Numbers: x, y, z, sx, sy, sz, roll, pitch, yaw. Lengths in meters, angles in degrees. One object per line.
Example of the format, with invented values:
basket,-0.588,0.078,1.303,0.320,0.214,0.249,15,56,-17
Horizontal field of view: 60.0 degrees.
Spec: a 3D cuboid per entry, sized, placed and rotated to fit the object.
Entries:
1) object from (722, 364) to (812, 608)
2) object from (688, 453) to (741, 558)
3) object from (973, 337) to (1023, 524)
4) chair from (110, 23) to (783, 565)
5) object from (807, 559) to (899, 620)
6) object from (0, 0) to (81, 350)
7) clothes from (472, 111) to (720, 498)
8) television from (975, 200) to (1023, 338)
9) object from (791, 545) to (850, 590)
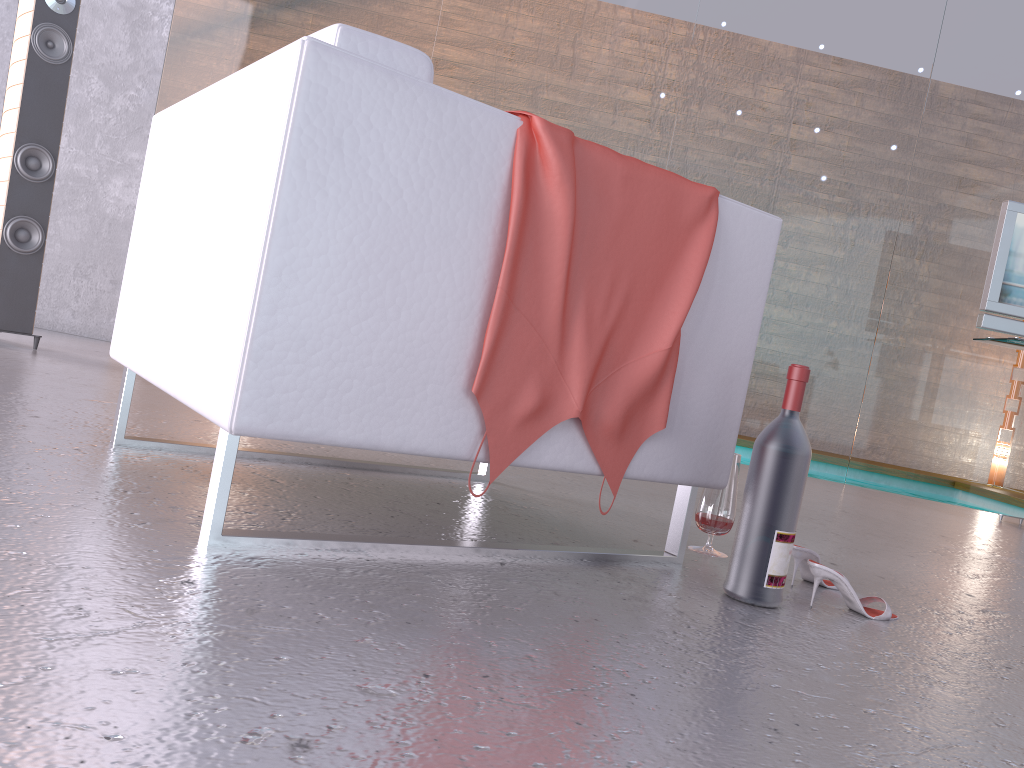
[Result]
object,0.478,0.179,1.607,0.109,0.435,0.109,12,2,22
object,0.466,0.268,2.009,0.091,0.233,0.091,12,2,23
object,2.727,0.265,4.478,0.818,0.958,0.360,11,2,-4
chair,-0.178,-0.146,1.860,1.026,0.808,0.936,10,2,-34
object,0.649,0.389,1.673,0.235,0.087,0.079,10,2,-27
object,-1.972,-0.905,3.555,0.444,1.473,0.244,13,2,41
clothes,0.092,-0.120,1.585,0.574,0.604,0.254,10,2,-35
television,2.877,-0.499,4.450,1.000,0.644,0.054,11,2,-4
object,0.643,0.382,1.869,0.235,0.087,0.079,10,2,-37
